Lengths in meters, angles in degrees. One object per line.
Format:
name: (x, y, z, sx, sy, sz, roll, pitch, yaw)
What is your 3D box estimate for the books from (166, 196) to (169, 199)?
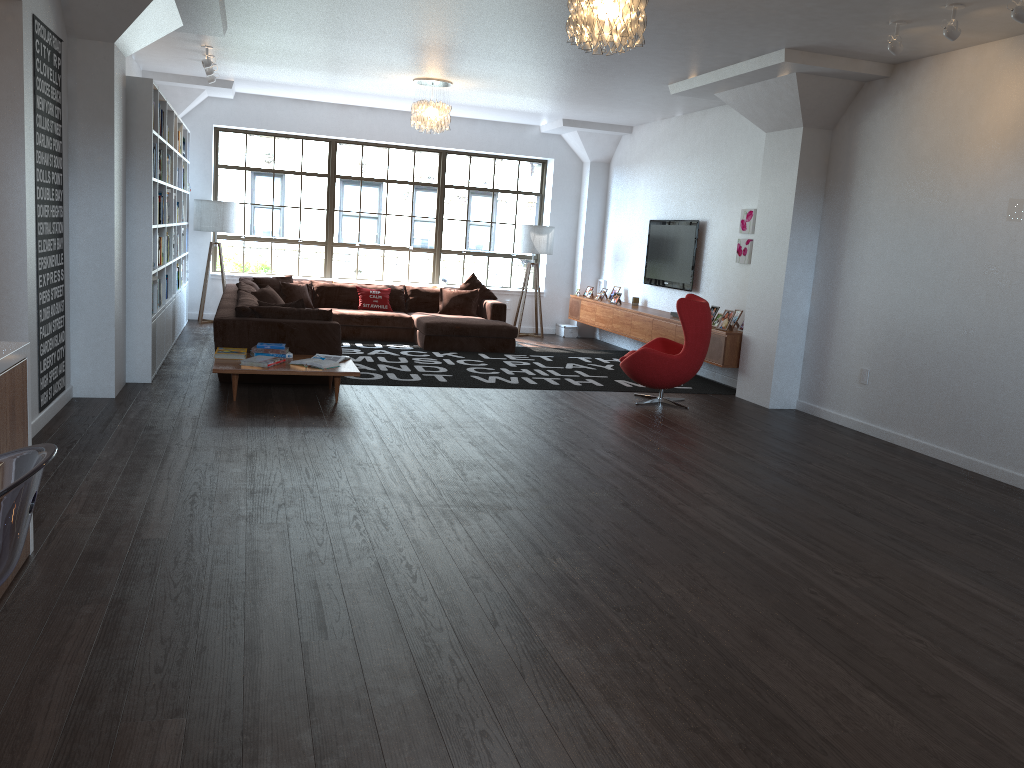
books: (-3.540, -1.861, 8.828, 0.223, 0.027, 0.161, -1, 11, -27)

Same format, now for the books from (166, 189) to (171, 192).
books: (-3.371, -1.843, 8.412, 0.223, 0.027, 0.161, 3, 10, -7)

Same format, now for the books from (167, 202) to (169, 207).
books: (-3.516, -1.791, 8.816, 0.183, 0.042, 0.253, 1, 10, -17)

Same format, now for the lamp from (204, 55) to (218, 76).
lamp: (-3.084, -3.244, 9.043, 0.111, 0.211, 0.120, 10, 11, 32)

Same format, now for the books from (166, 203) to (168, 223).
books: (-3.444, -1.673, 8.640, 0.161, 0.207, 0.135, 1, 10, -17)

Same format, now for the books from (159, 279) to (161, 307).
books: (-3.316, -0.839, 8.125, 0.183, 0.253, 0.042, 1, 10, -17)

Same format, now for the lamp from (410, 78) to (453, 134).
lamp: (-0.877, -3.011, 9.657, 0.441, 0.539, 0.442, 9, 10, 25)

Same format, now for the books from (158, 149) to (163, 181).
books: (-3.287, -2.001, 8.114, 0.176, 0.291, 0.053, 1, 10, -17)

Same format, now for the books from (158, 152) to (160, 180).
books: (-3.219, -1.933, 7.852, 0.183, 0.253, 0.042, 1, 10, -17)

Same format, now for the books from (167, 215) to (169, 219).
books: (-3.521, -1.666, 8.833, 0.160, 0.039, 0.251, 2, 10, -12)

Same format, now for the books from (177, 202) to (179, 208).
books: (-3.867, -1.960, 10.098, 0.140, 0.231, 0.042, 1, 10, -17)

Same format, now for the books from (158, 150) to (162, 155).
books: (-3.289, -1.989, 8.061, 0.198, 0.284, 0.049, 1, 10, -17)

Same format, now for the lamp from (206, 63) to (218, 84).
lamp: (-3.227, -3.336, 9.532, 0.120, 0.211, 0.111, -4, 13, -42)

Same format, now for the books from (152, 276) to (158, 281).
books: (-3.083, -0.885, 7.375, 0.223, 0.027, 0.161, 3, 10, -7)

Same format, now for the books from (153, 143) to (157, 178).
books: (-3.051, -1.860, 7.374, 0.176, 0.290, 0.053, 1, 10, -17)

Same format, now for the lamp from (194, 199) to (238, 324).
lamp: (-3.880, -1.591, 11.598, 0.545, 1.579, 0.545, -1, 11, -27)

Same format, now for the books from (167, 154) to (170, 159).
books: (-3.473, -2.120, 8.746, 0.176, 0.290, 0.053, 1, 10, -17)

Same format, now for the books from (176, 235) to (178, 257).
books: (-3.770, -1.524, 9.739, 0.182, 0.253, 0.098, 1, 10, -17)

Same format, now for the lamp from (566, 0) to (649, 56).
lamp: (0.530, -2.111, 4.879, 0.441, 0.539, 0.442, 9, 10, 25)

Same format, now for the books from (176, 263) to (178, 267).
books: (-3.901, -1.232, 10.111, 0.176, 0.290, 0.036, 1, 10, -17)

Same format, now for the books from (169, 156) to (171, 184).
books: (-3.494, -2.128, 8.802, 0.197, 0.283, 0.065, 1, 10, -17)

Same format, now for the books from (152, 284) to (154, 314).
books: (-3.153, -0.732, 7.560, 0.180, 0.251, 0.048, 1, 10, -17)

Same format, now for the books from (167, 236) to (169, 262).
books: (-3.475, -1.335, 8.726, 0.183, 0.253, 0.034, 1, 10, -17)

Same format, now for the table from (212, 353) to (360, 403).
table: (-1.844, -0.047, 7.221, 1.100, 0.271, 0.853, 1, 10, -17)

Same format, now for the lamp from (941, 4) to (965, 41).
lamp: (2.709, -2.221, 5.451, 0.111, 0.211, 0.120, 10, 11, 32)

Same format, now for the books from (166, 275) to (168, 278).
books: (-3.590, -1.004, 9.058, 0.140, 0.231, 0.042, 1, 10, -17)

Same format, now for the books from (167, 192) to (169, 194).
books: (-3.505, -1.917, 8.815, 0.129, 0.043, 0.185, 4, 9, -2)

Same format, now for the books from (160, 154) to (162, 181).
books: (-3.241, -1.946, 7.962, 0.174, 0.240, 0.054, 1, 10, -17)

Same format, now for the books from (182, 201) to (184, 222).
books: (-4.043, -2.076, 10.652, 0.183, 0.253, 0.042, 1, 10, -17)

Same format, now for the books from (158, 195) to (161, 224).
books: (-3.236, -1.564, 7.934, 0.182, 0.253, 0.034, 1, 10, -17)

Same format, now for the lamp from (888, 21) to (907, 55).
lamp: (2.568, -2.311, 5.928, 0.111, 0.211, 0.120, 7, 10, 17)

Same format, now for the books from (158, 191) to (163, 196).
books: (-3.305, -1.625, 8.153, 0.176, 0.294, 0.102, 1, 10, -17)

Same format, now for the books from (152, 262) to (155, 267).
books: (-3.105, -1.000, 7.336, 0.197, 0.033, 0.284, -4, 13, -41)

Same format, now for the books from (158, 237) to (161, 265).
books: (-3.298, -1.216, 8.089, 0.183, 0.253, 0.034, 1, 10, -17)

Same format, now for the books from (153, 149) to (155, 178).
books: (-3.039, -1.823, 7.302, 0.174, 0.242, 0.105, 1, 10, -17)

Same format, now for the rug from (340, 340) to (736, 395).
rug: (-0.020, -0.221, 9.872, 4.200, 0.007, 3.100, 2, 10, -15)

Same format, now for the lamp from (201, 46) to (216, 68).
lamp: (-2.943, -3.154, 8.565, 0.111, 0.211, 0.120, 7, 10, 17)

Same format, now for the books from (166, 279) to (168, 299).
books: (-3.536, -0.959, 8.905, 0.146, 0.202, 0.027, 1, 10, -17)

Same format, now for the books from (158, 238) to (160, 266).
books: (-3.273, -1.198, 8.012, 0.171, 0.246, 0.057, 1, 10, -17)

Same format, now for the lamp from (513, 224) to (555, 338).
lamp: (0.280, -1.476, 12.734, 0.545, 1.579, 0.545, 3, 9, -6)

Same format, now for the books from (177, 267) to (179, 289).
books: (-3.883, -1.207, 10.084, 0.183, 0.253, 0.034, 1, 10, -17)

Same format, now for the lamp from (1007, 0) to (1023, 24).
lamp: (2.852, -2.129, 4.961, 0.120, 0.211, 0.111, -4, 13, -42)

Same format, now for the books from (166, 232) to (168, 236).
books: (-3.492, -1.360, 8.753, 0.176, 0.290, 0.036, 1, 10, -17)

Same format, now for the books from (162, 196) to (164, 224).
books: (-3.279, -1.595, 8.100, 0.182, 0.253, 0.034, 1, 10, -17)
